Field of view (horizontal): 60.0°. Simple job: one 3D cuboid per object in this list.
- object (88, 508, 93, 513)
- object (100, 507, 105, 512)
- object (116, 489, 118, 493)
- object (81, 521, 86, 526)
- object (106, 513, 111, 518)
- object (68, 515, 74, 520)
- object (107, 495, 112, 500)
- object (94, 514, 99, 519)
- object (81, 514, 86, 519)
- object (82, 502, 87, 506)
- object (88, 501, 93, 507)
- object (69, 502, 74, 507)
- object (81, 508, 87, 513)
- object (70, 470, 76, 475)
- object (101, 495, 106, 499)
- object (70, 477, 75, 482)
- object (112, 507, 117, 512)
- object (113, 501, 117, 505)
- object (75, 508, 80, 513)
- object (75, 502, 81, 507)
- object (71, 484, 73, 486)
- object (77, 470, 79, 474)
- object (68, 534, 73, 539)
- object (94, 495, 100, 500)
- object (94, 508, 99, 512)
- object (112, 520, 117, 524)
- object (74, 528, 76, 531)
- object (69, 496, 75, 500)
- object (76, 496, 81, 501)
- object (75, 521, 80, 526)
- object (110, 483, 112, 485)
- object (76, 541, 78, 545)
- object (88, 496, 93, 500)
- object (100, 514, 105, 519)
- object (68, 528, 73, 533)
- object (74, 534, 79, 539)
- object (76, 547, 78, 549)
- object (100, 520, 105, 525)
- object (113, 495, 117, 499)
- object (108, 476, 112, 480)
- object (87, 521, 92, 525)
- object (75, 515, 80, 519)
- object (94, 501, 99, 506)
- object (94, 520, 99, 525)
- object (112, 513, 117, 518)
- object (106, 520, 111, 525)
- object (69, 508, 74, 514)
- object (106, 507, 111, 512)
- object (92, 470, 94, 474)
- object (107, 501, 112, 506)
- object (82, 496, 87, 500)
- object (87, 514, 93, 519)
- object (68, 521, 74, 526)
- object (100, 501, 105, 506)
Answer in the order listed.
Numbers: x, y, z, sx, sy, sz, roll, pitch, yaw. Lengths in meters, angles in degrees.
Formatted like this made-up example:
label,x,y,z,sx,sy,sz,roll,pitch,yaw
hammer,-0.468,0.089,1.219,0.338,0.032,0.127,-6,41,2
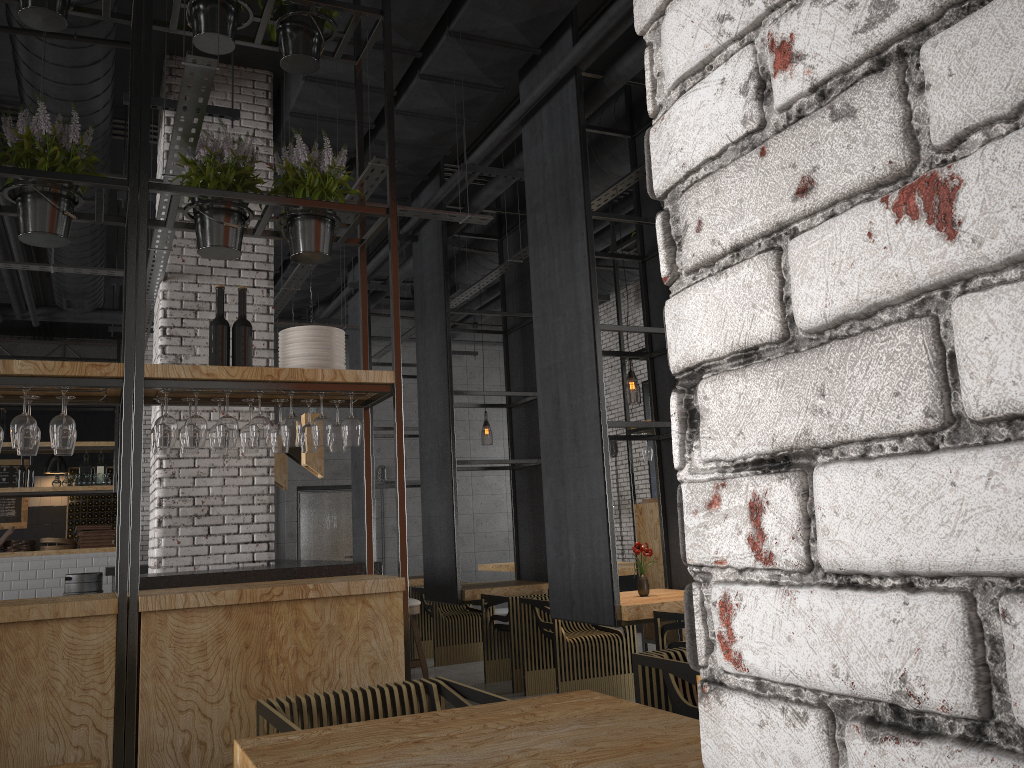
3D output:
label,x,y,z,sx,sy,sz,roll,pitch,yaw
object,-7.039,2.106,14.800,0.079,0.079,0.282,2,-11,-25
object,-6.868,2.110,14.879,0.079,0.079,0.282,2,-11,-25
object,-6.705,1.800,15.000,0.079,0.079,0.282,2,-11,-25
object,-7.110,2.310,14.713,0.079,0.079,0.282,2,-11,-25
object,-6.767,2.212,14.879,0.079,0.079,0.282,2,-11,-25
object,-7.290,2.203,14.661,0.079,0.079,0.282,2,-11,-25
object,-6.802,1.909,14.975,0.079,0.079,0.282,2,-11,-25
object,-6.940,2.208,14.803,0.079,0.079,0.282,2,-11,-25
object,-7.126,2.210,14.754,0.079,0.079,0.282,2,-11,-25
object,-7.130,2.000,14.779,0.079,0.079,0.282,2,-11,-25
object,-7.053,2.006,14.837,0.079,0.079,0.282,2,-11,-25
object,-7.298,1.995,14.692,0.079,0.079,0.282,2,-11,-25
object,-7.117,2.101,14.743,0.079,0.079,0.282,2,-11,-25
object,-7.321,1.475,14.780,0.079,0.079,0.282,2,-11,-25
object,-6.879,1.903,14.918,0.079,0.079,0.282,2,-11,-25
object,-7.330,1.585,14.791,0.079,0.079,0.282,2,-11,-25
object,-6.697,2.114,14.959,0.079,0.079,0.282,2,-11,-25
object,-6.709,2.014,14.992,0.079,0.079,0.282,2,-11,-25
object,-7.210,2.102,14.720,0.079,0.079,0.282,2,-11,-25
object,-7.206,1.994,14.719,0.079,0.079,0.282,2,-11,-25
object,-7.326,1.689,14.776,0.079,0.079,0.282,2,-11,-25
object,-7.250,1.483,14.851,0.079,0.079,0.282,2,-11,-25
object,-7.270,2.512,14.594,0.079,0.080,0.280,2,-11,-25
object,-6.957,1.898,14.861,0.079,0.079,0.282,2,-11,-25
object,-6.944,2.104,14.819,0.079,0.079,0.282,2,-11,-25
object,-6.692,2.324,14.933,0.079,0.079,0.282,2,-11,-25
object,-7.185,2.409,14.644,0.079,0.080,0.280,2,-11,-25
object,-7.307,1.893,14.719,0.079,0.079,0.282,2,-11,-25
object,-7.213,1.892,14.742,0.079,0.079,0.282,2,-11,-25
object,-7.199,2.309,14.681,0.079,0.079,0.282,2,-11,-25
object,-6.811,1.701,15.011,0.079,0.079,0.282,2,-11,-25
object,-7.191,2.623,14.640,0.079,0.080,0.280,2,-11,-25
object,-7.050,1.899,14.838,0.079,0.079,0.282,2,-11,-25
object,-6.869,2.216,14.873,0.079,0.079,0.282,2,-11,-25
object,-7.285,2.413,14.635,0.079,0.080,0.280,2,-11,-25
object,-7.178,2.512,14.621,0.079,0.080,0.280,2,-11,-25
object,-7.177,2.723,14.603,0.079,0.080,0.280,2,-11,-25
object,-6.865,2.321,14.858,0.079,0.079,0.282,2,-11,-25
object,-6.714,1.910,15.011,0.079,0.079,0.282,2,-11,-25
object,-6.810,1.594,15.016,0.079,0.079,0.282,2,-11,-25
object,-7.028,2.313,14.761,0.079,0.079,0.282,2,-11,-25
object,-7.213,2.209,14.718,0.079,0.079,0.282,2,-11,-25
object,-6.966,2.007,14.872,0.079,0.079,0.282,2,-11,-25
object,-6.942,2.315,14.801,0.079,0.079,0.282,2,-11,-25
object,-6.698,2.221,14.953,0.079,0.079,0.282,2,-11,-25
object,-6.771,2.319,14.880,0.079,0.079,0.282,2,-11,-25
object,-7.303,2.103,14.694,0.079,0.079,0.282,2,-11,-25
object,-6.774,2.109,14.902,0.079,0.079,0.282,2,-11,-25
object,-7.081,1.488,14.934,0.079,0.079,0.282,2,-11,-25
object,-6.788,2.009,14.938,0.079,0.079,0.282,2,-11,-25
object,-7.142,1.900,14.812,0.079,0.079,0.282,2,-11,-25
object,-7.024,2.206,14.760,0.079,0.079,0.282,2,-11,-25
object,-7.275,2.303,14.621,0.079,0.079,0.282,2,-11,-25
object,-6.880,2.009,14.913,0.079,0.079,0.282,2,-11,-25
